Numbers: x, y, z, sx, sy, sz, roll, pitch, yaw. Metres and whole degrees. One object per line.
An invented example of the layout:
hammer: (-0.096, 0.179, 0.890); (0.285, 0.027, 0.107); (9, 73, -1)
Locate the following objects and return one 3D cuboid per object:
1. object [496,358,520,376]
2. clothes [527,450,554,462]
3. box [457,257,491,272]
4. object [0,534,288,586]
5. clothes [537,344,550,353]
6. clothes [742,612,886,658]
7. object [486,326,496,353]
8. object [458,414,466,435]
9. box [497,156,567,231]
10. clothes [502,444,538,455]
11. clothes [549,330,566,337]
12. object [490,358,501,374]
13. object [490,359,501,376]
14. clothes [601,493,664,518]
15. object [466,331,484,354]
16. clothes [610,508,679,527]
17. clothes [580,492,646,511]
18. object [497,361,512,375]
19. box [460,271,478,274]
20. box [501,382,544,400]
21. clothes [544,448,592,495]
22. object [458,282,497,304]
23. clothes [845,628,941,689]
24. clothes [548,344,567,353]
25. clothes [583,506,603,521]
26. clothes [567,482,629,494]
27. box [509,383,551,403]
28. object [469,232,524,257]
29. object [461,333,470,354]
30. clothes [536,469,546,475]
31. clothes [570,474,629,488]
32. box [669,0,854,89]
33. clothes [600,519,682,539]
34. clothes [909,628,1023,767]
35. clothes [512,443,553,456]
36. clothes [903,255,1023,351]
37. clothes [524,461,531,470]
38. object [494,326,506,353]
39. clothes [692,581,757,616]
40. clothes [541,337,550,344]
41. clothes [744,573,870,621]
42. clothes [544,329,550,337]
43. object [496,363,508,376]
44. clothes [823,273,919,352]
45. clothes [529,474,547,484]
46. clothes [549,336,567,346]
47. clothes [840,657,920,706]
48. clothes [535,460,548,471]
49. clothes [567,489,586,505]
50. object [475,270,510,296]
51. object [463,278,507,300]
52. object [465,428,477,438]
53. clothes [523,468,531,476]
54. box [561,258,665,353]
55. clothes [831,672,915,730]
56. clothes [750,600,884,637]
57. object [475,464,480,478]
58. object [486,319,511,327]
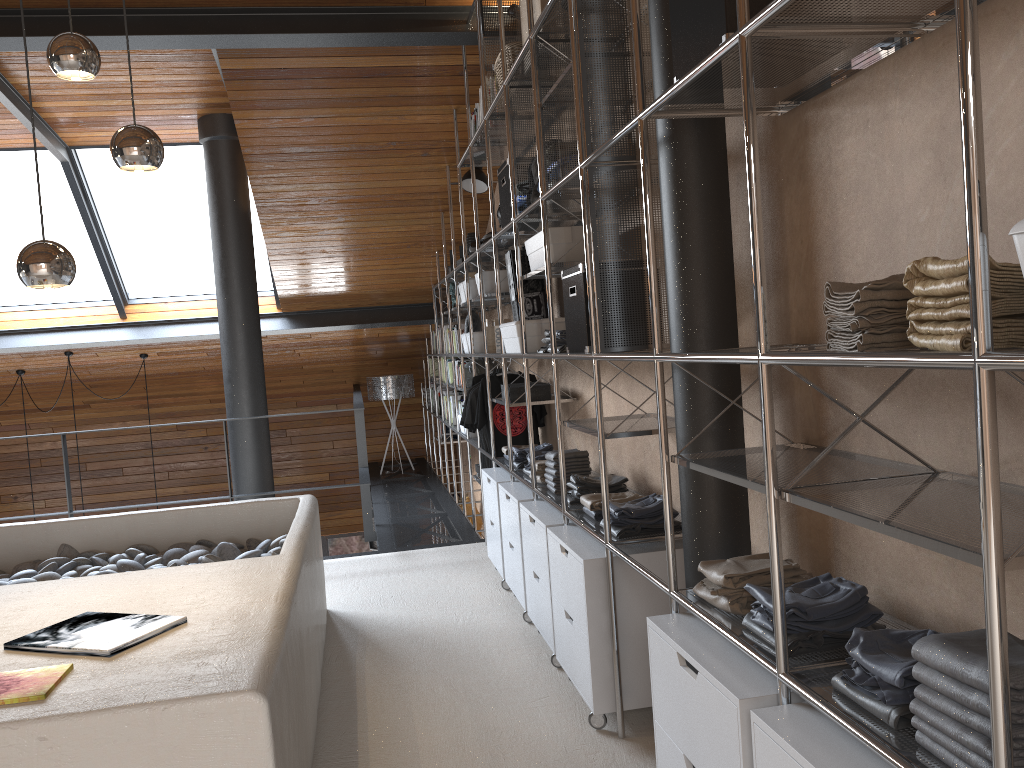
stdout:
object: (-0.024, -0.087, 5.062); (0.283, 0.118, 0.016); (-5, 3, -10)
clothes: (0.179, 0.346, 4.226); (0.204, 0.049, 0.184); (-5, 3, -11)
box: (-0.266, -0.837, 6.202); (0.208, 0.079, 0.207); (-5, 3, -13)
object: (-1.748, 0.826, 3.482); (1.842, 0.246, 1.435); (-5, 3, -10)
clothes: (0.233, -0.155, 3.719); (0.243, 0.045, 0.208); (-5, 3, -11)
clothes: (0.621, 0.486, 1.799); (0.243, 0.045, 0.208); (-5, 3, -10)
object: (-0.107, -0.257, 5.147); (0.074, 0.156, 0.078); (-4, 3, 5)
object: (-0.235, 0.283, 6.471); (0.295, 0.136, 0.228); (-5, 3, -10)
box: (0.094, -0.874, 4.095); (0.266, 0.295, 0.289); (-5, 3, -10)
clothes: (0.063, 0.353, 4.824); (0.221, 0.050, 0.196); (-5, 3, -7)
clothes: (0.260, -0.206, 3.468); (0.200, 0.052, 0.194); (-5, 3, -8)
object: (-0.089, -0.100, 5.425); (0.283, 0.118, 0.016); (-5, 3, -10)
object: (-0.081, -0.056, 5.379); (0.387, 0.197, 0.009); (-5, 3, -14)
clothes: (0.411, 0.395, 2.888); (0.200, 0.052, 0.194); (-5, 3, -8)
object: (-0.131, -0.270, 5.631); (0.295, 0.136, 0.228); (-5, 3, -10)
clothes: (0.409, 0.426, 2.873); (0.215, 0.047, 0.191); (-5, 3, -10)
clothes: (0.365, 0.410, 3.135); (0.221, 0.050, 0.196); (-5, 3, -7)
object: (-0.048, -0.050, 5.194); (0.387, 0.197, 0.009); (-5, 3, -14)
box: (-0.298, -0.845, 6.417); (0.208, 0.079, 0.207); (-4, 3, 4)
box: (0.063, 0.038, 4.772); (0.208, 0.079, 0.207); (-5, 3, -11)
clothes: (0.239, 0.361, 3.707); (0.184, 0.172, 0.201); (-5, 3, -8)
object: (-0.196, -0.612, 5.872); (0.295, 0.136, 0.228); (-5, 3, -10)
clothes: (0.676, 0.439, 1.451); (0.204, 0.049, 0.184); (-5, 3, -11)
clothes: (0.277, -0.151, 3.460); (0.243, 0.045, 0.208); (-5, 3, -10)
clothes: (0.381, 0.441, 3.140); (0.248, 0.043, 0.190); (-4, 3, -1)
clothes: (0.339, 0.405, 3.473); (0.215, 0.047, 0.191); (-5, 3, -10)
box: (0.096, 0.046, 4.540); (0.208, 0.079, 0.207); (-4, 3, 2)
object: (-0.074, -0.831, 5.104); (0.286, 0.141, 0.657); (-5, 3, -17)
object: (-0.178, -0.278, 5.892); (0.295, 0.136, 0.228); (-5, 3, -10)
clothes: (0.199, 0.382, 3.971); (0.229, 0.052, 0.199); (-4, 3, -7)
clothes: (0.333, 0.375, 3.455); (0.200, 0.052, 0.194); (-5, 3, -9)
box: (0.499, -0.797, 1.828); (0.266, 0.295, 0.289); (-5, 3, -10)
clothes: (0.427, 0.450, 2.881); (0.243, 0.045, 0.208); (-5, 3, -10)
clothes: (0.683, 0.444, 1.222); (0.184, 0.172, 0.201); (-5, 3, -8)
clothes: (0.109, 0.338, 4.578); (0.200, 0.052, 0.194); (-5, 3, -8)
clothes: (0.656, -0.115, 1.212); (0.196, 0.135, 0.165); (-5, 3, -11)
clothes: (0.164, 0.376, 4.227); (0.203, 0.053, 0.198); (-4, 3, -6)
object: (-0.041, -0.258, 5.064); (0.074, 0.156, 0.078); (-2, 3, 40)
clothes: (0.565, 0.475, 2.035); (0.238, 0.053, 0.212); (-5, 3, -12)
clothes: (0.248, -0.180, 3.724); (0.215, 0.047, 0.191); (-5, 3, -10)
clothes: (0.604, 0.431, 1.807); (0.200, 0.052, 0.194); (-5, 3, -8)
clothes: (0.241, -0.211, 3.706); (0.200, 0.052, 0.194); (-5, 3, -9)
object: (-0.059, -0.052, 5.258); (0.387, 0.197, 0.009); (-5, 3, -14)
clothes: (0.620, -0.118, 1.439); (0.206, 0.126, 0.151); (-5, 3, -8)
clothes: (0.215, 0.409, 3.992); (0.238, 0.053, 0.212); (-5, 3, -12)
clothes: (0.258, -0.175, 3.453); (0.215, 0.047, 0.191); (-5, 3, -10)
clothes: (0.661, 0.470, 1.452); (0.203, 0.053, 0.198); (-4, 3, -6)
clothes: (0.202, 0.355, 3.982); (0.212, 0.047, 0.187); (-5, 3, -9)
clothes: (0.324, 0.430, 3.468); (0.243, 0.045, 0.208); (-5, 3, -11)
object: (-0.052, -0.579, 5.070); (0.290, 0.124, 0.222); (-5, 3, -10)
object: (-0.150, -0.603, 5.616); (0.295, 0.136, 0.228); (-5, 3, -10)
object: (-0.187, 0.291, 6.208); (0.295, 0.136, 0.228); (-5, 3, -10)
clothes: (0.183, 0.401, 4.238); (0.242, 0.048, 0.207); (-5, 3, -13)
box: (0.337, -0.257, 2.999); (0.266, 0.295, 0.289); (-5, 3, -10)
clothes: (0.679, 0.495, 1.463); (0.242, 0.048, 0.207); (-5, 3, -13)
clothes: (0.602, 0.462, 1.792); (0.215, 0.047, 0.191); (-5, 3, -10)
object: (-0.058, 0.562, 5.803); (0.320, 0.114, 0.404); (-5, 3, -10)
object: (-0.081, -0.294, 5.372); (0.142, 0.205, 0.196); (-5, 3, -12)
